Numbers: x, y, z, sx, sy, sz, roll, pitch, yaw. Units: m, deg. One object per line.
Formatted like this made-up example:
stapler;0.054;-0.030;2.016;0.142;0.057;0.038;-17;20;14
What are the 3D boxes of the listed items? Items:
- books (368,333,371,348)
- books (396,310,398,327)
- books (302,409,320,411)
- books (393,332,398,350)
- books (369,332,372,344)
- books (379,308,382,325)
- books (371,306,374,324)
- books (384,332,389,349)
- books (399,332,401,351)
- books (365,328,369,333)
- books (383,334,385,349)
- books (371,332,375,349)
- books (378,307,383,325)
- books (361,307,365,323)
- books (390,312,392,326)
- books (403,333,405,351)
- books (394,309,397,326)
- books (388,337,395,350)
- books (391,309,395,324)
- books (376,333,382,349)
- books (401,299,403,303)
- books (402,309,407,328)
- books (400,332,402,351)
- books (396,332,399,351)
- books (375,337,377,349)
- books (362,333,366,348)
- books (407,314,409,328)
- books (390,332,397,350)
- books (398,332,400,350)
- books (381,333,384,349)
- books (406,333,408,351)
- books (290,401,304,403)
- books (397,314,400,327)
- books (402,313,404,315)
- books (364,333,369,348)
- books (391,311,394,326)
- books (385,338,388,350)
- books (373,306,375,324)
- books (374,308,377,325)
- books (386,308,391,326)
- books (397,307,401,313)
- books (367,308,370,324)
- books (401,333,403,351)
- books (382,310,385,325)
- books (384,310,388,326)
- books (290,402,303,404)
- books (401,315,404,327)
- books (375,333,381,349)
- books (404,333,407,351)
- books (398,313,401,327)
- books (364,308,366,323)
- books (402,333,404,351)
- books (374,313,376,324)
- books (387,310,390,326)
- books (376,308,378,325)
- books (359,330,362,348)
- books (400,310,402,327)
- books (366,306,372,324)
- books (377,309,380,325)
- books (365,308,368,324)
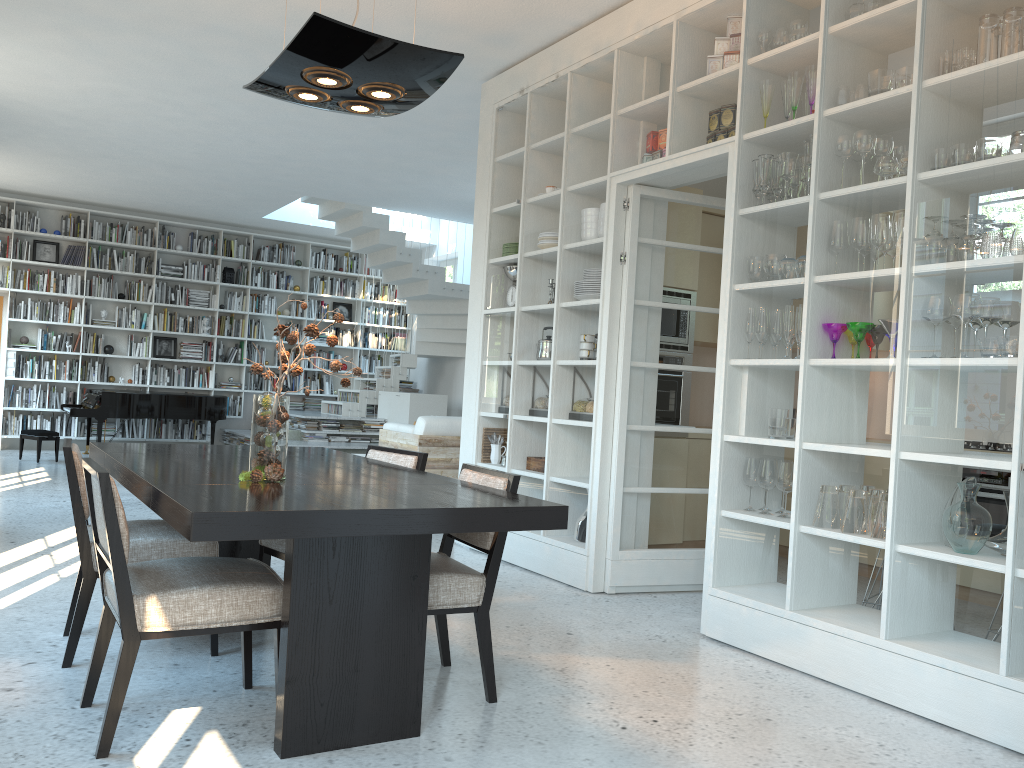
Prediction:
books;-2.216;-0.665;13.644;0.026;0.245;0.180;3;0;-31
books;-1.834;-1.020;13.866;0.028;0.268;0.173;3;0;-31
books;-2.988;0.391;13.242;0.285;0.007;0.159;4;-1;-31
books;-1.841;-0.664;13.878;0.033;0.294;0.169;3;0;-31
books;-2.201;-0.674;13.667;0.022;0.265;0.157;3;0;-31
books;-2.070;-1.033;13.723;0.022;0.262;0.172;3;0;-31
books;-2.181;-1.058;13.672;0.022;0.297;0.162;3;0;-31
books;-1.963;-0.664;13.816;0.026;0.278;0.170;3;0;-31
books;-1.789;-0.661;13.909;0.018;0.293;0.169;3;0;-31
books;-2.240;-0.705;13.651;0.012;0.322;0.141;3;0;-31
books;-2.023;-0.653;13.792;0.025;0.248;0.133;3;0;-31
books;-2.162;-0.670;13.676;0.056;0.261;0.176;3;0;-31
books;-2.049;-1.042;13.741;0.030;0.284;0.166;3;0;-31
books;-2.303;-1.044;13.590;0.012;0.254;0.161;3;0;-31
books;-1.915;-1.010;13.847;0.028;0.237;0.145;3;0;-31
books;-1.727;-0.657;13.947;0.018;0.293;0.169;3;0;-31
books;-1.853;-1.026;13.858;0.013;0.277;0.188;3;0;-31
books;-1.909;-0.627;13.836;0.088;0.217;0.167;3;0;-31
books;-1.865;-1.029;13.854;0.012;0.283;0.151;3;0;-31
books;-2.070;-0.662;13.750;0.029;0.259;0.171;3;0;-31
books;-1.754;-1.355;13.908;0.023;0.213;0.180;3;0;-31
books;-1.699;-1.023;13.951;0.042;0.292;0.186;3;0;-31
books;-1.771;-0.660;13.915;0.018;0.293;0.169;3;0;-31
books;-1.813;-0.663;13.879;0.018;0.293;0.169;3;0;-31
books;-2.130;-0.631;13.697;0.023;0.189;0.169;3;0;-31
books;-2.300;-0.666;13.627;0.066;0.236;0.144;3;0;-31
books;-1.675;-0.985;13.968;0.021;0.219;0.184;3;0;-31
books;-1.873;-0.664;13.858;0.072;0.291;0.169;3;0;-31
books;-1.805;-0.662;13.900;0.018;0.293;0.169;3;0;-31
books;-2.037;-0.657;13.779;0.012;0.254;0.161;3;0;-31
books;-1.696;-0.654;13.966;0.018;0.293;0.169;3;0;-31
books;-3.262;0.259;13.067;0.346;0.007;0.193;4;-1;-29
books;-1.812;-0.990;13.878;0.025;0.211;0.188;3;0;-31
books;-1.741;-0.994;13.962;0.024;0.230;0.131;3;0;-31
books;-2.248;-0.666;13.626;0.022;0.243;0.170;3;0;-31
books;-1.886;-1.015;13.852;0.025;0.252;0.160;3;0;-31
books;-1.973;-0.617;13.780;0.024;0.181;0.191;3;0;-31
books;-2.160;-1.054;13.671;0.012;0.293;0.165;3;0;-31
books;-2.128;-1.036;13.692;0.013;0.260;0.158;3;0;-31
books;-1.935;-1.038;13.833;0.024;0.292;0.132;3;0;-31
books;-1.784;-1.047;13.922;0.013;0.330;0.140;3;0;-31
books;-2.232;-1.041;13.628;0.026;0.256;0.173;3;0;-31
books;-1.758;-0.659;13.928;0.018;0.293;0.169;3;0;-31
books;-2.015;-1.025;13.779;0.012;0.254;0.161;3;0;-31
books;-1.981;-1.018;13.776;0.045;0.245;0.177;3;0;-31
books;-3.263;0.274;13.067;0.308;0.008;0.195;4;-1;-29
books;-1.746;-0.978;13.919;0.029;0.195;0.192;3;0;-31
books;-2.087;-0.657;13.728;0.022;0.247;0.181;3;0;-31
books;-1.706;-0.655;13.947;0.018;0.293;0.169;3;0;-31
books;-1.795;-0.993;13.899;0.025;0.220;0.177;3;0;-31
books;-2.293;-1.041;13.611;0.026;0.250;0.160;3;0;-31
books;-1.740;-0.658;13.933;0.018;0.293;0.169;3;0;-31
books;-2.155;-0.997;13.693;0.027;0.179;0.157;3;0;-31
books;-1.955;-1.023;13.799;0.023;0.258;0.184;3;0;-31
books;-2.116;-1.040;13.709;0.025;0.271;0.152;3;0;-31
books;-2.351;-0.690;13.567;0.025;0.277;0.160;3;0;-31
books;-1.770;-1.023;13.922;0.013;0.283;0.149;3;0;-31
books;-2.207;-1.054;13.626;0.014;0.285;0.185;3;0;-31
books;-2.091;-1.033;13.714;0.024;0.259;0.156;3;0;-31
books;-2.257;-1.038;13.599;0.023;0.247;0.182;3;0;-31
